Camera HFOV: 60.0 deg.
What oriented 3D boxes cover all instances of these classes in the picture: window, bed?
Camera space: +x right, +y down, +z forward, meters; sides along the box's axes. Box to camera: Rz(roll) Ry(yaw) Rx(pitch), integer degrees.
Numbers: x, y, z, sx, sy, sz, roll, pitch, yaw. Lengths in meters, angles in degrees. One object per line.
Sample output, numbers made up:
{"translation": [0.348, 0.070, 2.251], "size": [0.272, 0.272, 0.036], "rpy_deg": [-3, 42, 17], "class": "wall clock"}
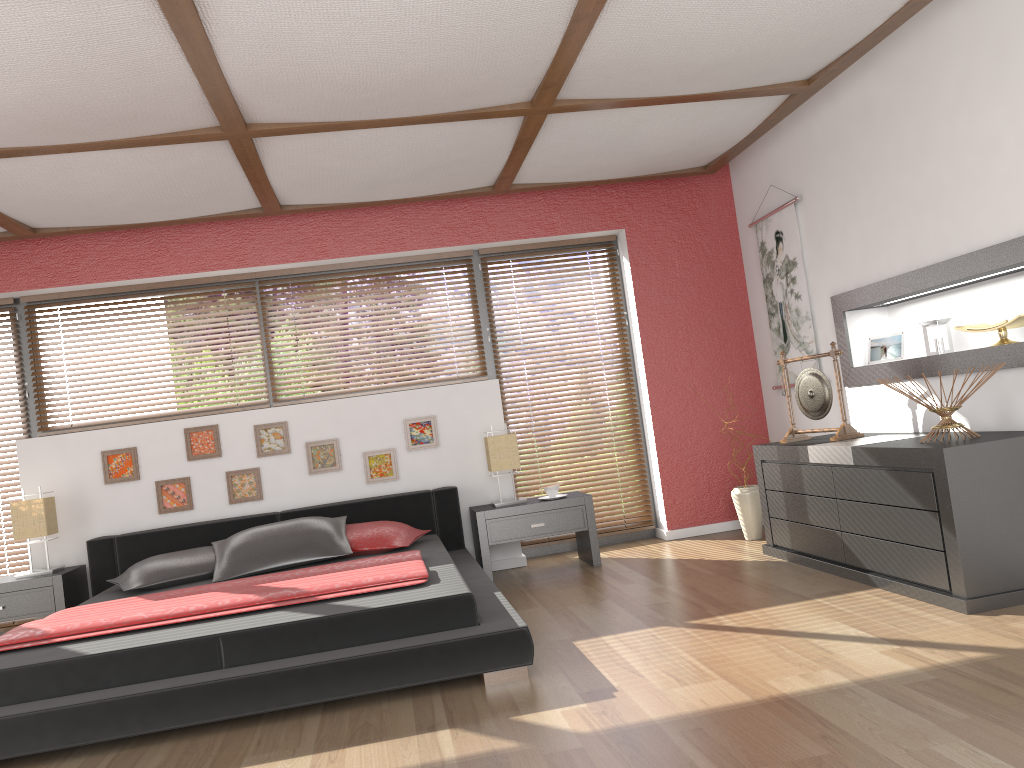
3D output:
{"translation": [0.367, 0.020, 6.094], "size": [0.889, 1.893, 0.020], "rpy_deg": [-7, -2, -9], "class": "window"}
{"translation": [-1.330, 0.991, 4.160], "size": [2.469, 0.577, 2.413], "rpy_deg": [-7, -2, -9], "class": "bed"}
{"translation": [-1.615, -0.272, 5.817], "size": [2.817, 0.786, 0.020], "rpy_deg": [-7, -2, -9], "class": "window"}
{"translation": [-3.456, 0.511, 5.494], "size": [0.889, 1.893, 0.020], "rpy_deg": [-7, -2, -9], "class": "window"}

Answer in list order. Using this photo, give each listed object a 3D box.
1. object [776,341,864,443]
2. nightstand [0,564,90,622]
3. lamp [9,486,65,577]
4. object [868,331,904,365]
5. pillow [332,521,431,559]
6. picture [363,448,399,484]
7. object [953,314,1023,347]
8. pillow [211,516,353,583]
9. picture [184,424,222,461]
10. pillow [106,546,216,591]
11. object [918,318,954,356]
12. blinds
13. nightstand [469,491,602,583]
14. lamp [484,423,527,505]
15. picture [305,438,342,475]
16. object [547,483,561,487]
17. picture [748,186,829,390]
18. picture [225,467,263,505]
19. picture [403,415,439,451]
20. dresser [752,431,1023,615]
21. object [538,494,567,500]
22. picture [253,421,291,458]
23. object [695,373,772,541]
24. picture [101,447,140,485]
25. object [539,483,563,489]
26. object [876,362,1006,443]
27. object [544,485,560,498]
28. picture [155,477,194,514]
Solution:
{"translation": [1.581, 0.047, 4.649], "size": [0.173, 0.498, 0.490], "rpy_deg": [-7, -3, -24], "class": "object"}
{"translation": [-2.785, 1.298, 4.938], "size": [0.700, 0.423, 0.413], "rpy_deg": [-7, -2, -9], "class": "nightstand"}
{"translation": [-2.697, 0.824, 5.021], "size": [0.200, 0.480, 0.200], "rpy_deg": [-7, -2, -9], "class": "lamp"}
{"translation": [1.990, -0.190, 4.723], "size": [0.041, 0.146, 0.226], "rpy_deg": [-6, -3, -29], "class": "object"}
{"translation": [-0.865, 0.873, 4.965], "size": [0.745, 0.172, 0.418], "rpy_deg": [-8, -2, 10], "class": "pillow"}
{"translation": [-0.818, 0.512, 5.528], "size": [0.200, 0.200, 0.010], "rpy_deg": [-7, -2, -9], "class": "picture"}
{"translation": [2.138, -0.225, 3.863], "size": [0.181, 0.116, 0.350], "rpy_deg": [-7, -3, -19], "class": "object"}
{"translation": [-1.243, 0.863, 4.768], "size": [0.744, 0.241, 0.386], "rpy_deg": [-7, -2, -13], "class": "pillow"}
{"translation": [-1.876, 0.356, 5.380], "size": [0.200, 0.200, 0.010], "rpy_deg": [-7, -2, -9], "class": "picture"}
{"translation": [-1.751, 0.984, 4.772], "size": [0.745, 0.172, 0.418], "rpy_deg": [-6, -3, -34], "class": "pillow"}
{"translation": [2.082, -0.226, 4.330], "size": [0.159, 0.171, 0.159], "rpy_deg": [-10, -3, 40], "class": "object"}
{"translation": [-1.531, 0.297, 5.725], "size": [4.840, 1.952, 0.032], "rpy_deg": [-7, -2, -9], "class": "blinds"}
{"translation": [0.132, 0.924, 5.395], "size": [0.700, 0.423, 0.413], "rpy_deg": [-7, -2, -9], "class": "nightstand"}
{"translation": [-0.052, 0.484, 5.436], "size": [0.200, 0.480, 0.200], "rpy_deg": [-7, -2, -9], "class": "lamp"}
{"translation": [-1.164, 0.448, 5.481], "size": [0.200, 0.200, 0.010], "rpy_deg": [-7, -2, -9], "class": "picture"}
{"translation": [0.242, 0.617, 5.380], "size": [0.192, 0.007, 0.007], "rpy_deg": [-5, -3, -44], "class": "object"}
{"translation": [1.686, -0.610, 5.495], "size": [0.028, 1.270, 0.701], "rpy_deg": [-7, -2, -9], "class": "picture"}
{"translation": [-1.630, 0.620, 5.401], "size": [0.200, 0.200, 0.010], "rpy_deg": [-7, -2, -9], "class": "picture"}
{"translation": [-0.570, 0.310, 5.578], "size": [0.200, 0.200, 0.010], "rpy_deg": [-7, -2, -9], "class": "picture"}
{"translation": [1.751, 0.558, 4.136], "size": [0.540, 0.608, 1.740], "rpy_deg": [-7, -2, -9], "class": "dresser"}
{"translation": [0.248, 0.687, 5.371], "size": [0.179, 0.012, 0.179], "rpy_deg": [-8, -3, 16], "class": "object"}
{"translation": [-1.471, 0.340, 5.442], "size": [0.200, 0.200, 0.010], "rpy_deg": [-7, -2, -9], "class": "picture"}
{"translation": [1.369, 0.451, 5.487], "size": [0.422, 1.035, 0.364], "rpy_deg": [-6, -3, -34], "class": "object"}
{"translation": [-2.341, 0.489, 5.303], "size": [0.200, 0.200, 0.010], "rpy_deg": [-7, -2, -9], "class": "picture"}
{"translation": [0.237, 0.617, 5.358], "size": [0.192, 0.007, 0.007], "rpy_deg": [-6, -3, -39], "class": "object"}
{"translation": [1.761, 0.087, 3.612], "size": [0.481, 0.282, 0.481], "rpy_deg": [-5, -3, -43], "class": "object"}
{"translation": [0.243, 0.655, 5.373], "size": [0.099, 0.069, 0.099], "rpy_deg": [-8, -3, 16], "class": "object"}
{"translation": [-2.032, 0.671, 5.337], "size": [0.200, 0.200, 0.010], "rpy_deg": [-7, -2, -9], "class": "picture"}
